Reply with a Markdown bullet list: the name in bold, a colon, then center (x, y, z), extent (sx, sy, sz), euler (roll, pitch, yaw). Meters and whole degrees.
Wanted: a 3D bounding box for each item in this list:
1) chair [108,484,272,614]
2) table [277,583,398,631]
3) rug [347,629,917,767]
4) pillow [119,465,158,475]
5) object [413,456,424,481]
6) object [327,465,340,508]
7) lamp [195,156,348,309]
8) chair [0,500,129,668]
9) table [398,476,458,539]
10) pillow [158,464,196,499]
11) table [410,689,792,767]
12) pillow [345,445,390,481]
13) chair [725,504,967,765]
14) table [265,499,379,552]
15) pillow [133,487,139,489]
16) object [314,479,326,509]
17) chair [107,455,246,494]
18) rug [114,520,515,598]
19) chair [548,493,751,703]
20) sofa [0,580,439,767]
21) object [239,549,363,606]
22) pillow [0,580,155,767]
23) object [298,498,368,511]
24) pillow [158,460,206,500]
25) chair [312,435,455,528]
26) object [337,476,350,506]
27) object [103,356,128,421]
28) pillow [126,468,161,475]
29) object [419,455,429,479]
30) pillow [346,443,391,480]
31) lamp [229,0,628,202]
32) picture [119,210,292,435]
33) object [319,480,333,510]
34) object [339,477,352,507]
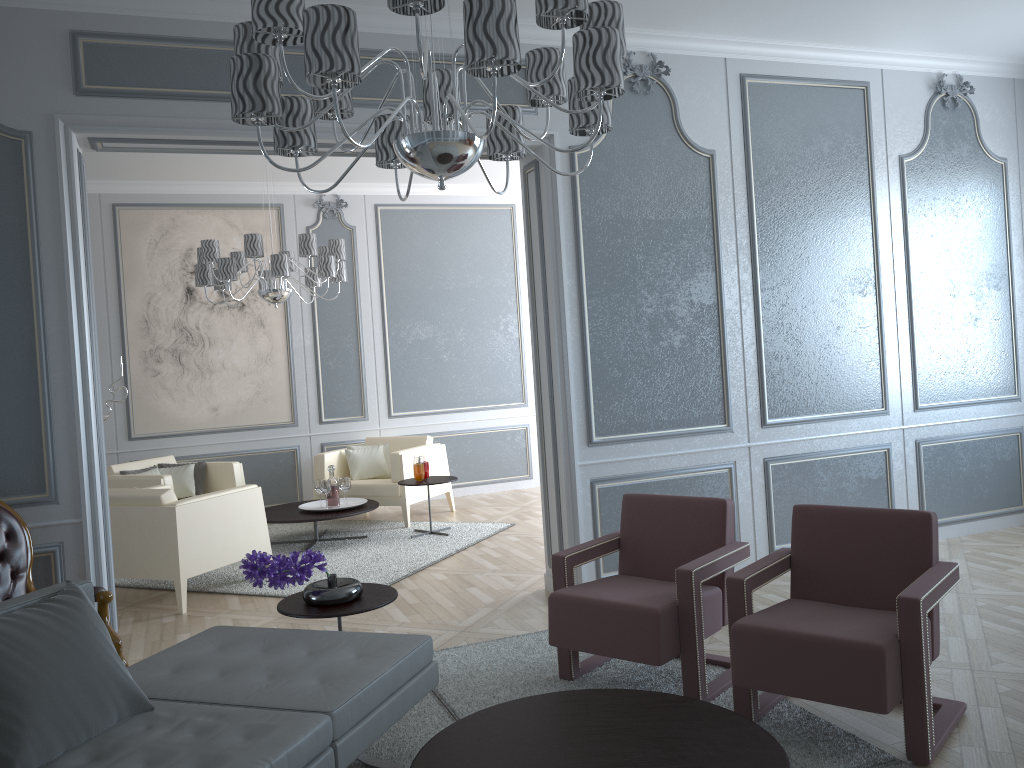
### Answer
- **chair**: center (-1.929, 0.859, 5.004), extent (0.854, 0.620, 0.737), euler (-3, 1, 24)
- **table**: center (-0.593, 0.936, 3.087), extent (0.414, 0.385, 0.414), euler (-4, 1, -33)
- **rug**: center (0.132, 1.115, 2.096), extent (2.019, 0.010, 3.204), euler (-4, 2, -21)
- **pillow**: center (-2.608, 0.734, 6.318), extent (0.184, 0.276, 0.351), euler (-3, 1, 25)
- **object**: center (-0.645, 0.586, 6.135), extent (0.075, 0.165, 0.075), euler (-4, 1, -32)
- **object**: center (-1.241, 0.705, 6.131), extent (0.086, 0.290, 0.086), euler (-4, 1, 0)
- **lamp**: center (-1.629, -1.066, 5.962), extent (0.977, 1.119, 0.976), euler (-4, 1, -33)
- **chair**: center (-1.746, 0.797, 3.028), extent (0.575, 0.828, 0.573), euler (-3, 1, 29)
- **table**: center (-0.571, 0.857, 6.146), extent (0.414, 0.385, 0.414), euler (-3, 1, 27)
- **pillow**: center (-2.466, 0.720, 6.451), extent (0.312, 0.245, 0.163), euler (-4, 1, -17)
- **table**: center (0.204, 0.996, 2.078), extent (0.882, 0.239, 0.882), euler (-4, 2, -3)
- **pillow**: center (-1.136, 0.619, 6.952), extent (0.312, 0.245, 0.163), euler (-4, 1, -27)
- **chair**: center (1.001, 0.727, 2.714), extent (0.576, 0.620, 0.606), euler (-3, 1, 39)
- **table**: center (-1.357, 0.981, 6.133), extent (0.883, 0.239, 0.882), euler (-4, 2, -23)
- **pillow**: center (-2.070, 0.737, 5.020), extent (0.182, 0.285, 0.360), euler (-4, 1, -15)
- **object**: center (-1.323, 0.758, 6.126), extent (0.080, 0.196, 0.080), euler (-4, 1, -38)
- **chair**: center (-2.451, 0.853, 6.380), extent (0.737, 0.620, 0.855), euler (-3, 1, 24)
- **rug**: center (-1.298, 1.100, 5.835), extent (1.999, 0.010, 2.001), euler (-3, 2, 24)
- **chair**: center (0.477, 0.748, 3.181), extent (0.576, 0.620, 0.606), euler (-3, 1, 39)
- **sofa**: center (-0.968, 0.856, 1.780), extent (0.810, 0.668, 2.205), euler (-3, 2, 19)
- **object**: center (-0.695, 0.642, 2.989), extent (0.206, 0.221, 0.425), euler (-3, 2, 39)
- **pillow**: center (-1.071, 0.682, 2.046), extent (0.253, 0.354, 0.422), euler (-3, 1, 17)
- **object**: center (-1.233, 0.839, 6.121), extent (0.468, 0.028, 0.468), euler (-4, 2, -8)
- **pillow**: center (-2.440, 0.716, 6.535), extent (0.351, 0.276, 0.184), euler (-4, 1, -5)
- **chair**: center (-1.012, 0.744, 6.928), extent (0.854, 0.620, 0.737), euler (-3, 1, 24)
- **object**: center (-1.176, 0.746, 6.192), extent (0.080, 0.196, 0.080), euler (-4, 1, -38)
- **object**: center (-3.047, 0.510, 6.317), extent (0.446, 1.386, 0.447), euler (-3, 1, 24)
- **pillow**: center (-2.548, 0.731, 6.253), extent (0.163, 0.245, 0.312), euler (-3, 1, 13)
- **object**: center (-0.619, 0.582, 6.217), extent (0.075, 0.165, 0.075), euler (-3, 1, 28)
- **pillow**: center (-1.124, 0.617, 7.040), extent (0.351, 0.276, 0.184), euler (-4, 1, -15)
- **lamp**: center (-0.219, -1.051, 2.251), extent (0.977, 1.119, 0.976), euler (-4, 1, -33)
- **picture**: center (-2.434, -0.522, 7.104), extent (1.200, 1.751, 0.001), euler (-4, 1, -21)
- **object**: center (-1.267, 0.756, 6.045), extent (0.080, 0.196, 0.080), euler (-4, 1, -18)
- **object**: center (-1.146, 0.747, 6.114), extent (0.080, 0.196, 0.080), euler (-4, 1, -38)
